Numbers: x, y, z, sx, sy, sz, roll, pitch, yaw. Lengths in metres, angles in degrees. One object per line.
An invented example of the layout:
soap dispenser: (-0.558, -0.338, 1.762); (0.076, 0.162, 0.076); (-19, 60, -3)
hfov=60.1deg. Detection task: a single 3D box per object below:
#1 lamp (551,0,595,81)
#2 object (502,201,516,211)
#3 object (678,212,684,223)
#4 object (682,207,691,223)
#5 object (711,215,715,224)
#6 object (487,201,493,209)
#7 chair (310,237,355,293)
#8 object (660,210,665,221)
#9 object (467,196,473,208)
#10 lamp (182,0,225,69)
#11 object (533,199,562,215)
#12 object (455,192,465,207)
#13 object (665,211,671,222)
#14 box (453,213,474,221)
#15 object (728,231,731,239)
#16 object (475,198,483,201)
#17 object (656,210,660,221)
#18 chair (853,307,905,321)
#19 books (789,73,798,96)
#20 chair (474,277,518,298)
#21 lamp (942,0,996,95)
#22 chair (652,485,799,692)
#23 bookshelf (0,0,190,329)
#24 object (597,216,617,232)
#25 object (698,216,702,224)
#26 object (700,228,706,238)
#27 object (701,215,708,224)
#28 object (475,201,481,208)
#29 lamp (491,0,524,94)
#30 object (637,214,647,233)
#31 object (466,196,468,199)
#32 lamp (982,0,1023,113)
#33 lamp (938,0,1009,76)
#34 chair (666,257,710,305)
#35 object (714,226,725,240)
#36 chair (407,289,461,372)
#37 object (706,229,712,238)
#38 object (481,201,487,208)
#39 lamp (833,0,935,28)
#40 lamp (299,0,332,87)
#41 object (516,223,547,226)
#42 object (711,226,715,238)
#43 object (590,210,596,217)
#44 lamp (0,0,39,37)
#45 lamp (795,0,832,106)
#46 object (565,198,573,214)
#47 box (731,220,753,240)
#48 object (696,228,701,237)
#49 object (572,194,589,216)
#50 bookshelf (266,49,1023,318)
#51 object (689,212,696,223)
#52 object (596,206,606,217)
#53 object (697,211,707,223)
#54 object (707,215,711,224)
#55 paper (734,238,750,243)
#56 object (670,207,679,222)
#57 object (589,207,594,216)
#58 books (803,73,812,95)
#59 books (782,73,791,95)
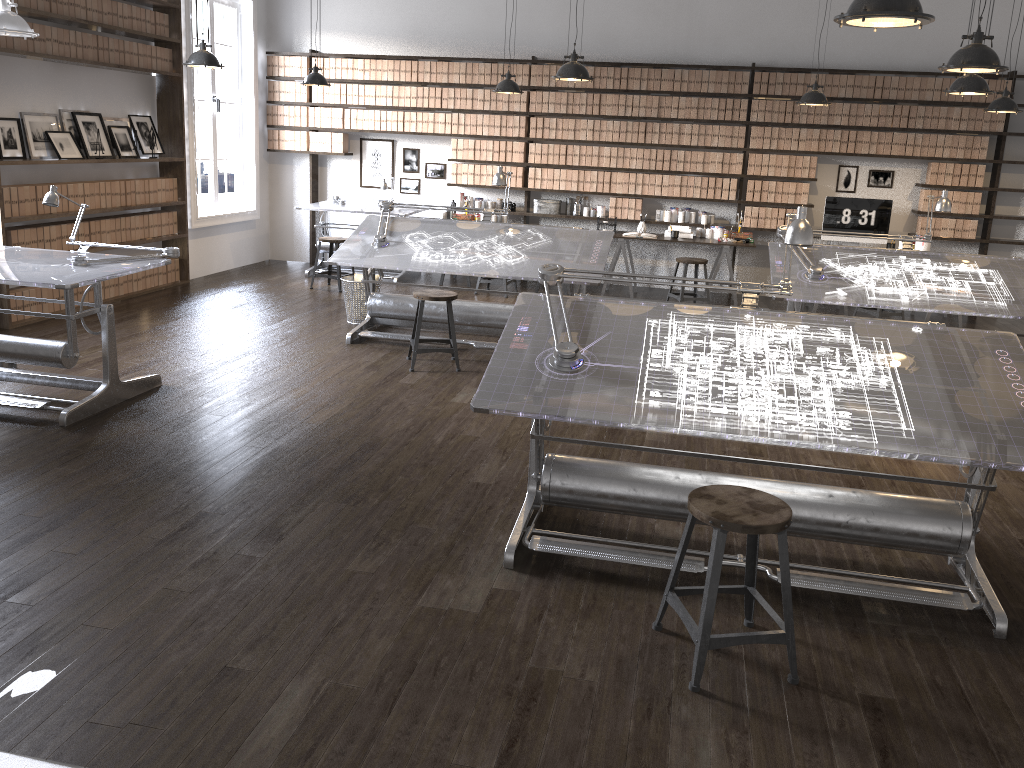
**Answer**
lamp: (0.483, -3.237, 6.023); (0.312, 2.227, 0.315); (11, 15, 31)
object: (-0.040, -2.009, 10.014); (0.171, 0.107, 0.092); (6, 14, 11)
object: (1.835, -1.808, 9.605); (0.062, 0.118, 0.062); (-2, 14, -20)
object: (1.902, -1.844, 9.690); (0.094, 0.160, 0.207); (6, 15, 12)
object: (2.171, -1.793, 9.648); (0.062, 0.094, 0.062); (15, 18, 42)
object: (-0.251, -2.026, 10.069); (0.062, 0.093, 0.062); (2, 14, -3)
chair: (-1.824, -1.231, 9.090); (0.372, 0.522, 0.362); (8, 14, 19)
object: (1.648, -1.838, 9.682); (0.063, 0.117, 0.063); (-7, 17, -37)
object: (-0.479, -2.082, 10.144); (0.070, 0.129, 0.070); (-8, 17, -40)
lamp: (-2.317, -3.524, 6.567); (0.311, 2.227, 0.316); (1, 13, -9)
object: (0.397, -1.995, 9.963); (0.317, 0.151, 0.195); (6, 15, 10)
object: (-0.595, -2.090, 10.089); (0.107, 0.175, 0.109); (6, 14, 12)
object: (1.693, -1.821, 9.629); (0.062, 0.118, 0.062); (-4, 15, -28)
box: (-0.542, -1.852, 9.886); (0.212, 0.082, 0.139); (6, 15, 11)
object: (2.288, -1.571, 9.376); (0.060, 0.088, 0.060); (7, 14, 15)
object: (-0.378, -2.072, 10.166); (0.095, 0.126, 0.094); (15, 18, 40)
object: (1.613, -1.855, 9.737); (0.062, 0.118, 0.062); (-7, 17, -37)
chair: (3.542, -0.805, 8.494); (0.358, 0.522, 0.376); (-2, 14, -20)
books: (2.906, -3.093, 9.164); (0.067, 0.223, 0.176); (5, 14, 11)
chair: (-0.150, -1.195, 9.254); (0.372, 0.522, 0.362); (8, 14, 19)
lamp: (3.029, -2.976, 5.528); (0.312, 2.227, 0.314); (12, 16, 35)
chair: (0.690, 0.624, 2.794); (0.358, 0.522, 0.376); (0, 14, -10)
bookshelf: (-3.703, -1.843, 7.689); (0.413, 3.681, 2.500); (5, 14, 11)
object: (1.024, -1.721, 9.563); (0.204, 0.159, 0.287); (6, 15, 11)
object: (2.049, -1.785, 9.636); (0.054, 0.080, 0.055); (3, 14, 1)
object: (2.044, -1.611, 9.454); (0.063, 0.092, 0.063); (-8, 17, -37)
object: (2.075, -1.771, 9.552); (0.062, 0.094, 0.062); (15, 18, 42)
object: (-0.388, -2.030, 10.059); (0.062, 0.093, 0.062); (2, 14, -3)
lamp: (0.012, -3.850, 8.167); (0.311, 2.227, 0.316); (1, 13, -9)
object: (1.413, -1.738, 9.606); (0.102, 0.207, 0.102); (-6, 16, -33)
object: (-0.518, -2.102, 10.212); (0.072, 0.127, 0.072); (-5, 16, -31)
lamp: (4.254, -3.416, 7.342); (0.312, 2.227, 0.314); (12, 16, 35)
lamp: (2.293, -2.603, 4.063); (0.312, 2.240, 0.314); (12, 16, 35)
chair: (1.766, -0.979, 8.813); (0.372, 0.522, 0.362); (-1, 14, -15)
object: (2.194, -1.598, 9.364); (0.105, 0.140, 0.105); (7, 14, 18)
chair: (-0.545, -0.378, 6.216); (0.358, 0.522, 0.376); (0, 14, -10)
object: (2.089, -1.595, 9.401); (0.062, 0.093, 0.062); (-5, 15, -28)
object: (-0.318, -2.027, 10.060); (0.062, 0.092, 0.064); (2, 14, -3)
lamp: (1.279, -2.279, 2.680); (0.311, 2.227, 0.316); (1, 13, -9)
lamp: (-1.893, -4.044, 8.532); (0.311, 2.227, 0.316); (1, 13, -9)
object: (0.221, -1.684, 9.521); (0.446, 0.033, 0.315); (6, 16, 11)
object: (2.169, -1.624, 9.476); (0.095, 0.126, 0.095); (5, 14, 7)
object: (0.924, -1.912, 9.877); (0.062, 0.092, 0.182); (9, 16, 24)
lamp: (-2.726, -3.013, 4.636); (0.311, 2.227, 0.316); (1, 13, -9)
lamp: (2.735, -3.571, 7.638); (0.312, 2.227, 0.314); (12, 16, 35)
object: (0.645, -2.005, 10.000); (0.079, 0.186, 0.079); (1, 13, -10)
box: (2.420, -1.609, 9.298); (0.212, 0.205, 0.139); (6, 14, 11)
object: (2.008, -1.628, 9.509); (0.062, 0.093, 0.062); (-8, 17, -37)
object: (0.770, -2.017, 9.888); (0.181, 0.269, 0.158); (2, 13, -5)
bookshelf: (1.629, -1.895, 9.785); (9.184, 3.172, 0.377); (6, 13, 11)
object: (1.965, -1.813, 9.649); (0.062, 0.118, 0.062); (-2, 14, -20)
object: (0.986, -1.911, 9.823); (0.095, 0.126, 0.095); (7, 14, 17)
object: (2.082, -1.827, 9.709); (0.094, 0.128, 0.096); (2, 14, -2)
object: (2.125, -1.780, 9.596); (0.063, 0.093, 0.063); (15, 18, 42)
paper: (2.369, -1.487, 9.173); (0.155, 0.038, 0.139); (10, 17, 25)
object: (1.774, -1.854, 9.704); (0.095, 0.160, 0.095); (5, 13, 7)
object: (0.885, -1.924, 9.901); (0.062, 0.092, 0.064); (-4, 15, -26)
books: (3.037, -3.079, 9.137); (0.067, 0.223, 0.176); (5, 14, 11)
books: (2.836, -3.100, 9.177); (0.067, 0.223, 0.176); (5, 14, 11)
